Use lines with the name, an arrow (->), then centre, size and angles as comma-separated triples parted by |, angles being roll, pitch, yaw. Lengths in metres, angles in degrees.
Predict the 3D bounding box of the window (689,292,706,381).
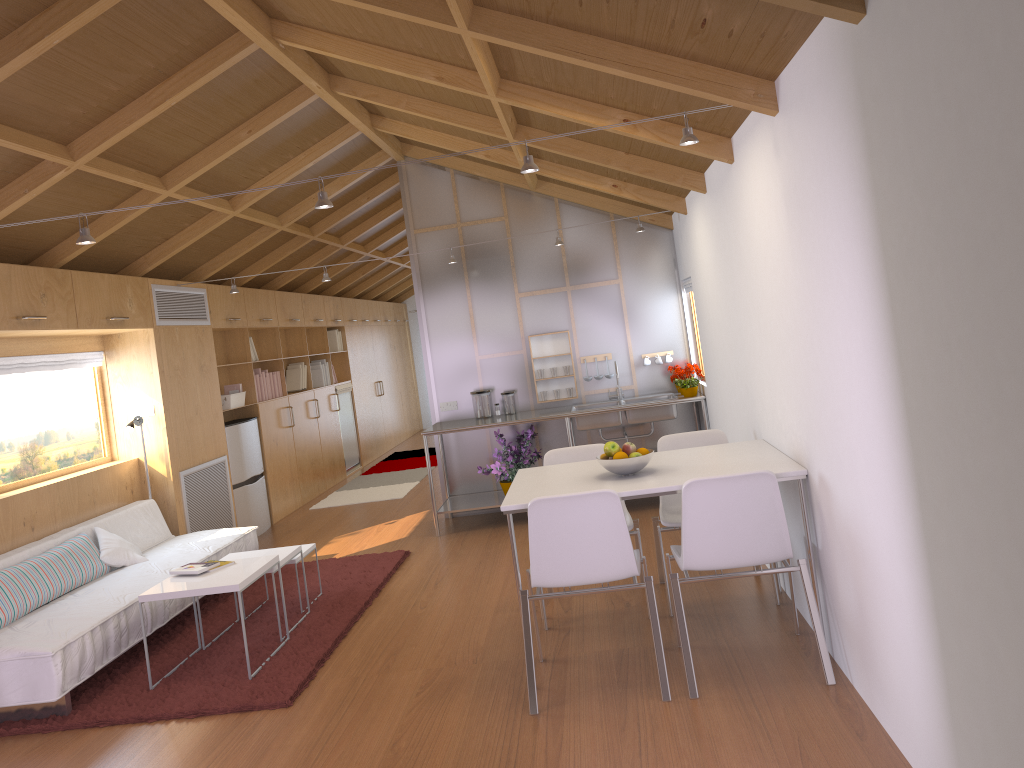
window -> 1.425, -0.409, 6.641 | 0.026, 0.796, 0.725 | -8, 1, 6

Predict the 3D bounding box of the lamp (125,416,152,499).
lamp -> -2.513, 0.813, 6.143 | 0.183, 1.198, 0.253 | -7, -1, -19

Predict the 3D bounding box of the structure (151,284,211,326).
structure -> -2.532, -0.599, 6.790 | 0.013, 0.301, 0.904 | -8, 3, 6

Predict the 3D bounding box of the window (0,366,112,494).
window -> -2.990, 0.213, 5.573 | 0.035, 0.790, 1.499 | -8, 2, 6

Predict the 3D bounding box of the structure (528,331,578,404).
structure -> 0.331, -0.137, 7.092 | 0.327, 0.546, 0.076 | -8, -1, 5

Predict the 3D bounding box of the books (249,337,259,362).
books -> -2.483, -0.342, 8.174 | 0.175, 0.297, 0.280 | -8, 1, 5

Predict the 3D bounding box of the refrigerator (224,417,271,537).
refrigerator -> -2.346, 0.819, 7.639 | 0.261, 0.988, 0.714 | -8, 0, 5

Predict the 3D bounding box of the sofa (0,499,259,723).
sofa -> -2.257, 1.143, 4.950 | 0.861, 0.629, 2.358 | -8, 3, 5

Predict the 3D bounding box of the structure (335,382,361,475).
structure -> -2.119, 0.548, 10.791 | 0.315, 1.080, 0.726 | -8, 0, 5

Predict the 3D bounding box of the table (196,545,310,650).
table -> -1.392, 1.142, 4.778 | 0.424, 0.383, 0.459 | -8, 1, 5

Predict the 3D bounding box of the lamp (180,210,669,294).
lamp -> -0.655, -0.950, 6.597 | 3.824, 0.153, 0.072 | -8, 0, 5

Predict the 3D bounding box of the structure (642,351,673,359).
structure -> 1.159, -0.233, 7.037 | 0.250, 0.032, 0.041 | -8, 2, 5

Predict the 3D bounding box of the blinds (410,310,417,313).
blinds -> -0.211, -0.429, 14.947 | 2.845, 2.039, 0.233 | -8, -1, 4

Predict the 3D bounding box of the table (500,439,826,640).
table -> 0.639, 0.746, 3.915 | 1.208, 0.743, 0.900 | -8, 1, 5

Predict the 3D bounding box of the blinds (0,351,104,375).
blinds -> -2.986, -0.130, 5.576 | 0.047, 0.111, 1.500 | -8, 3, 6

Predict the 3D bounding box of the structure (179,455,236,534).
structure -> -2.315, 0.965, 6.782 | 0.013, 0.722, 0.820 | -8, 1, 6

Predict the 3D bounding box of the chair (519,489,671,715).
chair -> 0.297, 0.793, 3.554 | 0.531, 0.786, 0.547 | -8, 0, 5

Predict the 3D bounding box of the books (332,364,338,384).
books -> -2.219, -0.140, 10.583 | 0.175, 0.297, 0.280 | -8, 1, 5

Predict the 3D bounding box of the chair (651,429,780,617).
chair -> 0.964, 0.652, 4.407 | 0.531, 0.786, 0.547 | -8, 0, 5

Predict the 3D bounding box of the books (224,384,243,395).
books -> -2.451, 0.101, 7.768 | 0.150, 0.192, 0.088 | -8, 0, 5

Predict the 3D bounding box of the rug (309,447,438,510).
rug -> -1.341, 1.025, 10.346 | 0.916, 0.011, 3.727 | -8, 3, 5

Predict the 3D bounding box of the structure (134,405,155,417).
structure -> -2.616, 0.197, 6.293 | 0.142, 0.071, 0.011 | -8, -1, 5

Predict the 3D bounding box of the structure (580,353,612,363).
structure -> 0.675, -0.206, 7.092 | 0.250, 0.051, 0.016 | -8, -1, 5

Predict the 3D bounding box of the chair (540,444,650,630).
chair -> 0.377, 0.729, 4.458 | 0.531, 0.786, 0.547 | -8, 0, 5

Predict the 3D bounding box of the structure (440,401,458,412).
structure -> -0.515, 0.182, 7.198 | 0.142, 0.071, 0.011 | -8, -1, 5

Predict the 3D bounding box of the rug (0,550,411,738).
rug -> -1.756, 1.386, 5.013 | 1.883, 0.020, 2.484 | -8, 3, 5

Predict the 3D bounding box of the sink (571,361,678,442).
sink -> 0.853, 0.142, 6.787 | 0.809, 0.641, 0.564 | -8, 1, 5

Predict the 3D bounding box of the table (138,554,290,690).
table -> -1.436, 1.146, 4.319 | 0.485, 0.438, 0.525 | -8, 1, 5

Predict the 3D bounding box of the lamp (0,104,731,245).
lamp -> -0.935, -0.728, 3.418 | 3.824, 0.153, 0.072 | -8, 0, 5

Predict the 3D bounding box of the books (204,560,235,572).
books -> -1.527, 0.925, 4.483 | 0.192, 0.016, 0.153 | -6, 4, 35

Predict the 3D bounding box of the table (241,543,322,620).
table -> -1.352, 1.151, 5.177 | 0.341, 0.309, 0.370 | -8, 1, 5

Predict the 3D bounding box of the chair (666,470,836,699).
chair -> 0.884, 0.715, 3.502 | 0.531, 0.786, 0.547 | -8, 0, 5

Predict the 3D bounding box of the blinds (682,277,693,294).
blinds -> 1.337, -0.745, 6.652 | 0.047, 0.111, 0.726 | -8, 3, 6
